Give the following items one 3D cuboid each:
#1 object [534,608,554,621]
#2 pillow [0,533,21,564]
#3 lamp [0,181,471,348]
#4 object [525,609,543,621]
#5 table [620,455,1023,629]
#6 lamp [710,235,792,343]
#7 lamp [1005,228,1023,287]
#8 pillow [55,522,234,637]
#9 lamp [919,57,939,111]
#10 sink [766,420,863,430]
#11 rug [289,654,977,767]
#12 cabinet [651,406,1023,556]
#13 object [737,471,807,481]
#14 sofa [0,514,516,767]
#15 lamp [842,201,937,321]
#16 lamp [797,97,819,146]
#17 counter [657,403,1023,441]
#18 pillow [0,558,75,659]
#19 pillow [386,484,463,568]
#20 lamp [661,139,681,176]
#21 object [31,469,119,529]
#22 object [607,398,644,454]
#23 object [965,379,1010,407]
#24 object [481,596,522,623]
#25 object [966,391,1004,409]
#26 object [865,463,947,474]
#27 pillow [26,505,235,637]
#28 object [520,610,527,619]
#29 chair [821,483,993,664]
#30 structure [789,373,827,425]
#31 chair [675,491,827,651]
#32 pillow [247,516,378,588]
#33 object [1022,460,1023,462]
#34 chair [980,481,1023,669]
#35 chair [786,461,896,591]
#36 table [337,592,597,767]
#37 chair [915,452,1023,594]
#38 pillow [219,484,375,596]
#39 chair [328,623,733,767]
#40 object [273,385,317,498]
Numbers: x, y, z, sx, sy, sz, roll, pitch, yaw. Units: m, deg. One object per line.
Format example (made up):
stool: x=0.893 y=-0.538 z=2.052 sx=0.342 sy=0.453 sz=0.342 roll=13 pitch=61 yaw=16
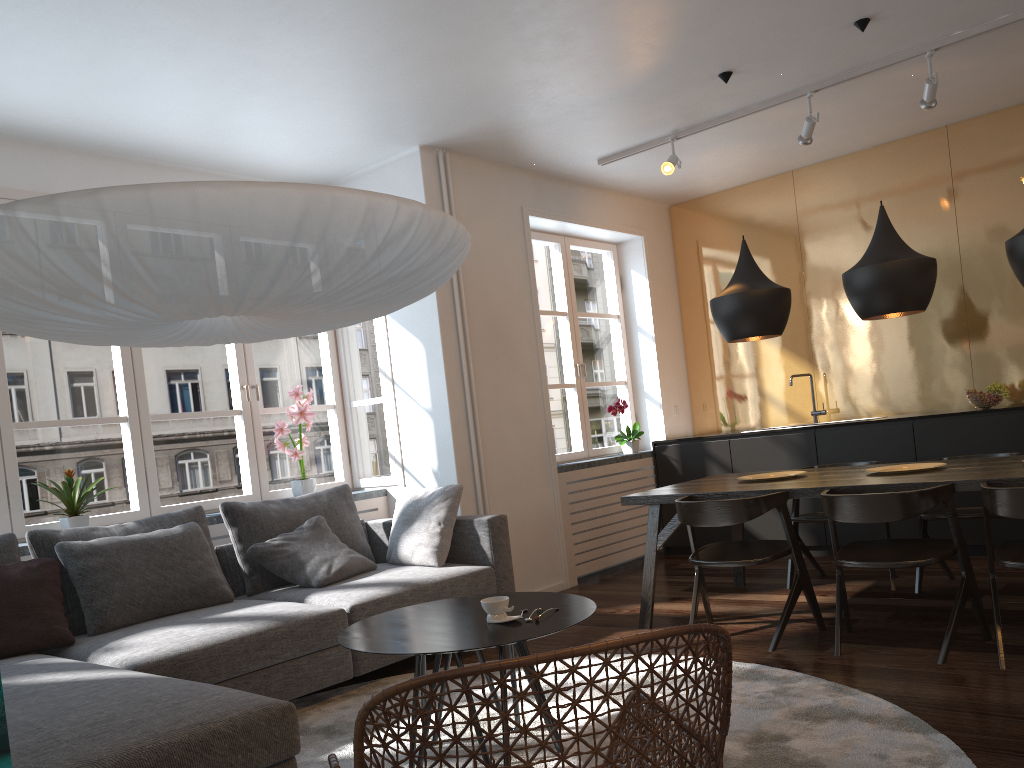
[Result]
object: x=0.112 y=0.729 z=2.817 sx=0.015 sy=0.015 sz=0.167 roll=-7 pitch=-3 yaw=27
pillow: x=-2.263 y=0.861 z=3.350 sx=0.276 sy=0.478 sz=0.833 roll=-7 pitch=-2 yaw=41
lamp: x=-0.838 y=-0.255 z=2.515 sx=1.467 sy=0.210 sz=1.474 roll=-6 pitch=-3 yaw=-13
object: x=0.071 y=0.734 z=2.828 sx=0.025 sy=0.016 sz=0.163 roll=-7 pitch=-3 yaw=15
table: x=1.889 y=0.747 z=4.149 sx=2.512 sy=0.679 sz=1.103 roll=-9 pitch=-3 yaw=40
lamp: x=1.232 y=-0.503 z=4.602 sx=0.410 sy=0.541 sz=0.412 roll=-6 pitch=-1 yaw=-16
lamp: x=2.288 y=-0.676 z=3.694 sx=0.411 sy=0.541 sz=0.411 roll=-6 pitch=-1 yaw=-2
pillow: x=-1.608 y=0.844 z=3.915 sx=0.293 sy=0.397 sz=0.664 roll=-7 pitch=-2 yaw=40
lamp: x=2.175 y=-1.564 z=4.570 sx=0.085 sy=0.240 sz=0.250 roll=-6 pitch=-1 yaw=6
sink: x=3.089 y=0.114 z=5.469 sx=3.430 sy=0.244 sz=0.480 roll=-9 pitch=-4 yaw=39
rug: x=-0.103 y=1.227 z=2.750 sx=2.845 sy=0.012 sz=2.833 roll=-8 pitch=-4 yaw=20
cabinet: x=3.268 y=0.565 z=5.423 sx=5.087 sy=0.900 sz=0.730 roll=-9 pitch=-2 yaw=40
object: x=1.357 y=0.484 z=4.617 sx=0.357 sy=0.017 sz=0.354 roll=-10 pitch=-5 yaw=44
sofa: x=-0.979 y=1.039 z=3.493 sx=2.049 sy=0.671 sz=3.057 roll=-9 pitch=-4 yaw=40
lamp: x=1.760 y=-0.589 z=4.148 sx=0.412 sy=0.541 sz=0.410 roll=-7 pitch=-1 yaw=17
lamp: x=1.685 y=-1.486 z=4.980 sx=0.085 sy=0.239 sz=0.252 roll=-7 pitch=-1 yaw=-9
counter: x=3.218 y=0.118 z=5.415 sx=5.084 sy=0.002 sz=0.729 roll=-9 pitch=-4 yaw=40
pillow: x=-1.977 y=0.858 z=3.442 sx=0.312 sy=0.403 sz=0.519 roll=-7 pitch=-2 yaw=42
pillow: x=-0.501 y=0.759 z=4.715 sx=0.496 sy=0.414 sz=0.285 roll=-8 pitch=-1 yaw=39
lamp: x=0.970 y=-1.379 z=5.408 sx=0.085 sy=0.240 sz=0.250 roll=-6 pitch=-1 yaw=27
object: x=-2.099 y=0.569 z=4.290 sx=0.323 sy=0.328 sz=0.376 roll=-7 pitch=-1 yaw=15
object: x=0.870 y=0.313 z=6.691 sx=0.230 sy=0.437 sz=0.405 roll=-6 pitch=-1 yaw=16
object: x=2.940 y=0.065 z=5.473 sx=0.240 sy=0.173 sz=0.177 roll=-7 pitch=-1 yaw=25
object: x=-0.036 y=0.718 z=2.800 sx=0.091 sy=0.069 sz=0.139 roll=-5 pitch=-3 yaw=-38
object: x=2.944 y=0.104 z=5.491 sx=0.218 sy=0.097 sz=0.219 roll=-6 pitch=-3 yaw=-2
object: x=1.862 y=0.401 z=4.182 sx=0.357 sy=0.017 sz=0.355 roll=-8 pitch=-4 yaw=21
pillow: x=-1.710 y=0.835 z=4.018 sx=0.278 sy=0.475 sz=0.836 roll=-7 pitch=-2 yaw=41
object: x=0.034 y=0.743 z=2.872 sx=0.026 sy=0.010 sz=0.124 roll=-7 pitch=-3 yaw=6
chair: x=1.580 y=0.759 z=3.664 sx=0.596 sy=0.671 sz=0.517 roll=-7 pitch=-1 yaw=41
structure: x=2.162 y=0.114 z=6.450 sx=0.265 sy=0.385 sz=0.110 roll=-6 pitch=0 yaw=-34
chair: x=1.060 y=0.843 z=4.104 sx=0.596 sy=0.671 sz=0.517 roll=-7 pitch=-1 yaw=39
pillow: x=-1.002 y=0.842 z=4.458 sx=0.445 sy=0.321 sz=0.491 roll=-7 pitch=-2 yaw=22
object: x=2.367 y=0.319 z=3.748 sx=0.357 sy=0.017 sz=0.354 roll=-10 pitch=-5 yaw=44
chair: x=2.043 y=0.683 z=3.266 sx=0.596 sy=0.671 sz=0.517 roll=-7 pitch=-1 yaw=39
chair: x=1.894 y=0.804 z=5.055 sx=0.595 sy=0.671 sz=0.518 roll=-7 pitch=-1 yaw=37
table: x=-0.118 y=1.005 z=2.907 sx=0.851 sy=0.472 sz=0.844 roll=-9 pitch=-3 yaw=43
chair: x=2.414 y=0.717 z=4.572 sx=0.596 sy=0.671 sz=0.517 roll=-7 pitch=-1 yaw=39
pillow: x=-1.112 y=0.810 z=4.705 sx=0.276 sy=0.477 sz=0.833 roll=-7 pitch=-2 yaw=41
chair: x=0.035 y=0.788 z=1.693 sx=0.716 sy=0.709 sz=0.687 roll=-6 pitch=-1 yaw=-17
object: x=-1.283 y=0.354 z=5.290 sx=0.298 sy=0.691 sz=0.200 roll=-6 pitch=1 yaw=19
